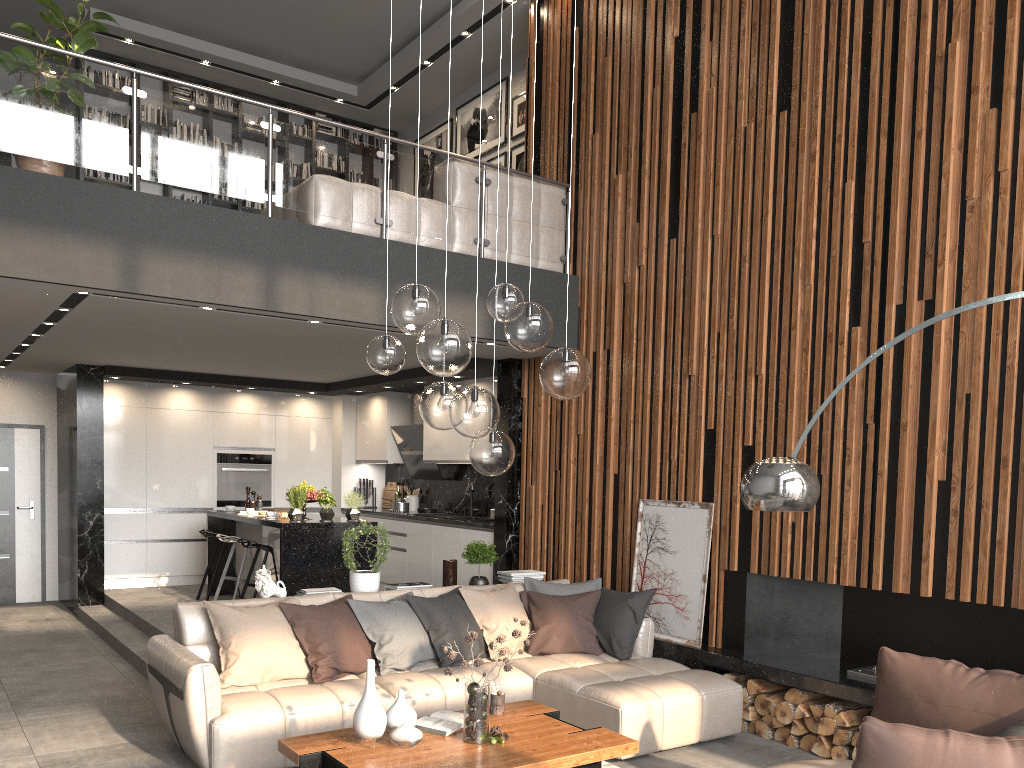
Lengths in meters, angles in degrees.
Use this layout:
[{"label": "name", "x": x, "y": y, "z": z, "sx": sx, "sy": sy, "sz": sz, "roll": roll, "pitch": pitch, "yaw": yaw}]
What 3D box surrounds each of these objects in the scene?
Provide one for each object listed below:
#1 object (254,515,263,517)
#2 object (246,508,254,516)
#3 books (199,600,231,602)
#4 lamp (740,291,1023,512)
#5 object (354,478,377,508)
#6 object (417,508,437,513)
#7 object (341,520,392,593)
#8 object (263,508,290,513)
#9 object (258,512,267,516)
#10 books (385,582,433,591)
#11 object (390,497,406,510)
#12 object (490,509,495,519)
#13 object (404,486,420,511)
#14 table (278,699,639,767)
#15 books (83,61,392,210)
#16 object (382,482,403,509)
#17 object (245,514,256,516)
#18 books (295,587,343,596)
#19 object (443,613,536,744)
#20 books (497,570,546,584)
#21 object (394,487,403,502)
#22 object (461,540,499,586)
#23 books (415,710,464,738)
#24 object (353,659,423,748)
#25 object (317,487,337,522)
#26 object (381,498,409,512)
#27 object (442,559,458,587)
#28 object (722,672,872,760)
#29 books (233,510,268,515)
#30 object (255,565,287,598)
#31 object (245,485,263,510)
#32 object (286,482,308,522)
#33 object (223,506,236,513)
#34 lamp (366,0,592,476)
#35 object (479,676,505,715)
[{"label": "object", "x": -2.397, "y": 1.271, "z": 8.447, "sx": 0.191, "sy": 0.012, "sz": 0.192, "roll": 2, "pitch": -6, "yaw": -2}, {"label": "object", "x": -2.533, "y": 1.241, "z": 8.477, "sx": 0.077, "sy": 0.071, "sz": 0.084, "roll": 1, "pitch": -2, "yaw": 15}, {"label": "books", "x": -1.852, "y": 1.426, "z": 5.615, "sx": 0.294, "sy": 0.054, "sz": 0.183, "roll": 5, "pitch": -6, "yaw": -31}, {"label": "lamp", "x": 1.830, "y": 0.830, "z": 3.218, "sx": 2.028, "sy": 2.348, "sz": 0.318, "roll": 1, "pitch": 3, "yaw": 31}, {"label": "object", "x": -1.838, "y": 1.370, "z": 10.970, "sx": 0.322, "sy": 0.375, "sz": 0.066, "roll": 2, "pitch": 2, "yaw": -35}, {"label": "object", "x": -0.993, "y": 1.424, "z": 9.862, "sx": 0.232, "sy": 0.060, "sz": 0.353, "roll": -2, "pitch": -7, "yaw": 33}, {"label": "object", "x": -1.036, "y": 1.246, "z": 6.167, "sx": 0.215, "sy": 0.579, "sz": 0.385, "roll": 3, "pitch": 1, "yaw": 36}, {"label": "object", "x": -2.502, "y": 1.366, "z": 9.471, "sx": 0.291, "sy": 0.030, "sz": 0.400, "roll": 5, "pitch": -7, "yaw": -35}, {"label": "object", "x": -2.389, "y": 1.256, "z": 8.450, "sx": 0.075, "sy": 0.043, "sz": 0.128, "roll": 5, "pitch": -6, "yaw": -42}, {"label": "books", "x": -0.770, "y": 1.509, "z": 6.386, "sx": 0.326, "sy": 0.099, "sz": 0.204, "roll": 5, "pitch": -5, "yaw": -35}, {"label": "object", "x": -1.335, "y": 1.444, "z": 10.586, "sx": 0.180, "sy": 0.163, "sz": 0.272, "roll": 3, "pitch": -3, "yaw": -35}, {"label": "object", "x": -0.061, "y": 1.256, "z": 8.605, "sx": 0.301, "sy": 0.196, "sz": 0.304, "roll": 3, "pitch": -4, "yaw": -32}, {"label": "object", "x": -1.178, "y": 1.357, "z": 10.386, "sx": 0.175, "sy": 0.306, "sz": 0.157, "roll": 1, "pitch": 2, "yaw": -32}, {"label": "table", "x": -0.246, "y": 1.863, "z": 4.148, "sx": 1.456, "sy": 0.356, "sz": 0.896, "roll": 5, "pitch": -6, "yaw": -35}, {"label": "books", "x": -2.931, "y": -1.992, "z": 9.824, "sx": 3.446, "sy": 2.341, "sz": 0.211, "roll": 3, "pitch": 2, "yaw": -35}, {"label": "object", "x": -1.496, "y": 1.392, "z": 10.924, "sx": 0.097, "sy": 0.332, "sz": 0.400, "roll": -1, "pitch": -1, "yaw": -35}, {"label": "object", "x": -2.513, "y": 1.259, "z": 8.435, "sx": 0.130, "sy": 0.027, "sz": 0.027, "roll": 0, "pitch": -2, "yaw": 14}, {"label": "books", "x": -1.308, "y": 1.463, "z": 6.015, "sx": 0.349, "sy": 0.100, "sz": 0.194, "roll": 5, "pitch": -5, "yaw": -35}, {"label": "object", "x": -0.082, "y": 1.401, "z": 4.231, "sx": 0.316, "sy": 0.605, "sz": 0.543, "roll": 2, "pitch": 0, "yaw": 26}, {"label": "books", "x": 0.075, "y": 1.558, "z": 6.914, "sx": 0.333, "sy": 0.151, "sz": 0.199, "roll": 4, "pitch": -4, "yaw": -34}, {"label": "object", "x": -1.372, "y": 1.390, "z": 10.653, "sx": 0.089, "sy": 0.284, "sz": 0.081, "roll": 0, "pitch": 3, "yaw": -34}, {"label": "object", "x": -0.254, "y": 1.402, "z": 6.728, "sx": 0.309, "sy": 0.410, "sz": 0.271, "roll": 1, "pitch": 1, "yaw": 15}, {"label": "books", "x": -0.324, "y": 1.690, "z": 4.377, "sx": 0.231, "sy": 0.039, "sz": 0.344, "roll": -2, "pitch": -7, "yaw": 33}, {"label": "object", "x": -0.583, "y": 1.472, "z": 4.070, "sx": 0.316, "sy": 0.400, "sz": 0.318, "roll": 1, "pitch": 0, "yaw": -16}, {"label": "object", "x": -1.667, "y": 1.081, "z": 7.866, "sx": 0.179, "sy": 0.314, "sz": 0.171, "roll": 1, "pitch": 1, "yaw": -24}, {"label": "object", "x": -1.329, "y": 1.399, "z": 10.100, "sx": 0.200, "sy": 0.154, "sz": 0.347, "roll": 4, "pitch": -5, "yaw": -44}, {"label": "object", "x": -0.467, "y": 1.453, "z": 6.578, "sx": 0.109, "sy": 0.269, "sz": 0.108, "roll": 0, "pitch": 2, "yaw": -29}, {"label": "object", "x": 2.578, "y": 1.964, "z": 4.344, "sx": 0.436, "sy": 0.391, "sz": 4.035, "roll": 2, "pitch": -5, "yaw": -34}, {"label": "books", "x": -2.631, "y": 1.293, "z": 8.830, "sx": 0.323, "sy": 0.038, "sz": 0.172, "roll": 5, "pitch": -7, "yaw": -36}, {"label": "object", "x": -1.592, "y": 1.336, "z": 5.781, "sx": 0.207, "sy": 0.292, "sz": 0.135, "roll": 1, "pitch": 2, "yaw": -16}, {"label": "object", "x": -2.730, "y": 1.219, "z": 9.318, "sx": 0.199, "sy": 0.285, "sz": 0.150, "roll": 2, "pitch": 1, "yaw": 38}, {"label": "object", "x": -1.892, "y": 1.034, "z": 7.732, "sx": 0.196, "sy": 0.371, "sz": 0.185, "roll": 2, "pitch": 2, "yaw": 10}, {"label": "object", "x": -2.895, "y": 1.290, "z": 9.000, "sx": 0.155, "sy": 0.070, "sz": 0.156, "roll": 0, "pitch": -5, "yaw": 24}, {"label": "lamp", "x": -0.127, "y": -2.078, "z": 3.932, "sx": 1.230, "sy": 5.025, "sz": 1.223, "roll": -1, "pitch": 4, "yaw": -38}, {"label": "object", "x": -0.110, "y": 1.632, "z": 4.592, "sx": 0.153, "sy": 0.212, "sz": 0.077, "roll": 1, "pitch": 2, "yaw": -25}]
